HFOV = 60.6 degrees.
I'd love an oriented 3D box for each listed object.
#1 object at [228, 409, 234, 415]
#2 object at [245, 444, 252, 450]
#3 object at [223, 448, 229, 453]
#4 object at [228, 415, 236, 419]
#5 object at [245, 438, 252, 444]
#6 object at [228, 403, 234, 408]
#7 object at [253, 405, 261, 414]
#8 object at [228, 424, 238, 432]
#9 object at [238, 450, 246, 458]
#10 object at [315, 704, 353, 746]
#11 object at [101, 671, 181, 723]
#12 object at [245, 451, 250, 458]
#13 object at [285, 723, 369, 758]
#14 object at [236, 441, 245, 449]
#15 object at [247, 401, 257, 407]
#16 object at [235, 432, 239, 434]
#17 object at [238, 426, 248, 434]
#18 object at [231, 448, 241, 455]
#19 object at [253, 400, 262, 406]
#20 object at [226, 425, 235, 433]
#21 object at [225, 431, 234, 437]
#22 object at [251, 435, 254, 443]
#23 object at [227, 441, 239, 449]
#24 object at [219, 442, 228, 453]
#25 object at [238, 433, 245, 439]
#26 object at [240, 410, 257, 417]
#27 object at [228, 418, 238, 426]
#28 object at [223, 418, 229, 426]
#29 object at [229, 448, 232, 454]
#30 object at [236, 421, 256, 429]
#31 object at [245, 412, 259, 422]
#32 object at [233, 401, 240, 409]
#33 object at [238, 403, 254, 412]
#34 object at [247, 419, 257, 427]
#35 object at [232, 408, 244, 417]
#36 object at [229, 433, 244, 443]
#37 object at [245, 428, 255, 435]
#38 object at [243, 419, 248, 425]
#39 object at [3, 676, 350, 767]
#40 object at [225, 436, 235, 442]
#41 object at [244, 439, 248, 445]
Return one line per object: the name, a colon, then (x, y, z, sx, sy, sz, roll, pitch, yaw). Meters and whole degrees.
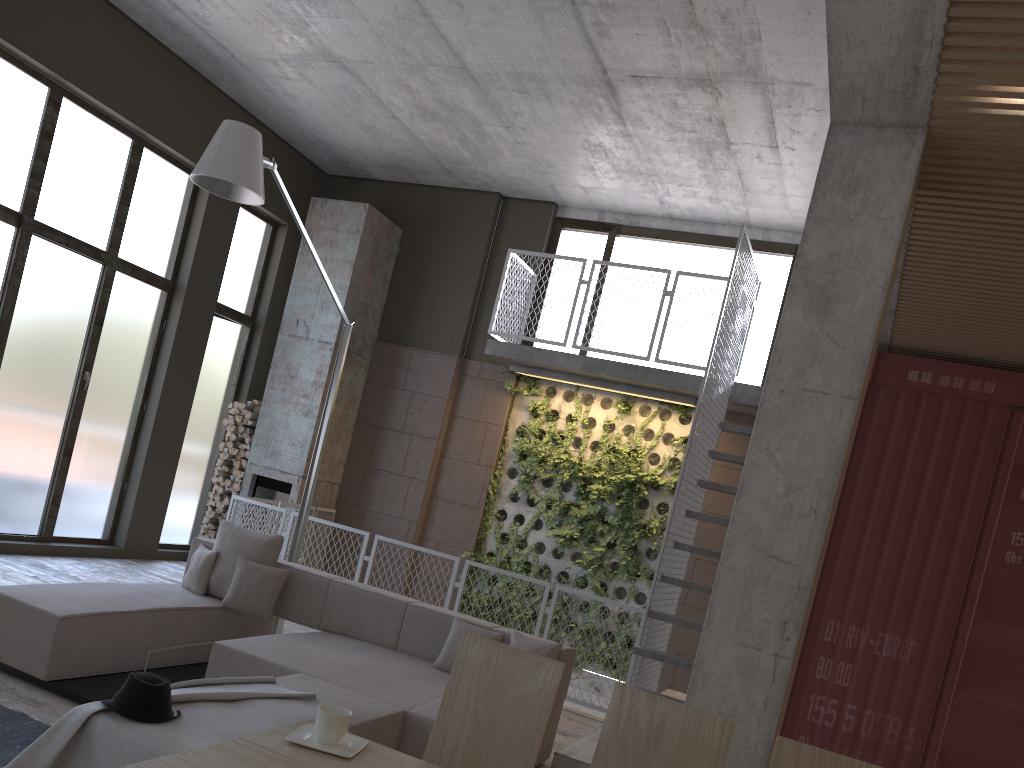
object: (-3.285, 0.372, 10.684, 0.121, 0.068, 0.371, 11, -8, 24)
object: (-3.060, 0.786, 10.586, 0.070, 0.072, 0.431, 13, -7, 22)
object: (-3.358, 0.835, 10.694, 0.066, 0.067, 0.431, 13, -7, 22)
object: (-3.294, 0.443, 10.669, 0.065, 0.086, 0.433, 13, -7, 21)
object: (-3.077, 0.726, 10.590, 0.066, 0.084, 0.433, 13, -7, 21)
object: (-3.284, 0.298, 10.660, 0.066, 0.068, 0.431, 13, -7, 22)
object: (-3.007, 0.334, 10.636, 0.098, 0.107, 0.300, 13, -6, 24)
object: (-3.243, 0.573, 10.622, 0.092, 0.083, 0.489, 12, -7, 22)
object: (-3.132, 0.872, 10.622, 0.090, 0.089, 0.464, 13, -7, 22)
object: (-0.481, 0.902, 2.323, 0.094, 0.088, 0.116, 15, -5, -24)
object: (-1.433, 1.212, 3.421, 0.300, 0.168, 0.302, 13, -6, 10)
object: (-3.053, 0.879, 10.587, 0.090, 0.091, 0.445, 13, -7, 22)
object: (-0.485, 0.943, 2.311, 0.184, 0.014, 0.188, 13, -8, 9)
object: (-3.214, 0.773, 10.679, 0.100, 0.086, 0.369, 12, -7, 22)
object: (-3.075, 0.273, 10.606, 0.064, 0.073, 0.366, 13, -7, 21)
object: (-3.245, 0.595, 10.629, 0.088, 0.056, 0.338, 12, -7, 22)
object: (-3.144, 0.586, 10.612, 0.090, 0.089, 0.464, 13, -7, 21)
object: (-3.215, 0.854, 10.635, 0.092, 0.083, 0.489, 12, -7, 22)
object: (-3.001, 0.253, 10.607, 0.086, 0.055, 0.338, 12, -8, 22)
object: (-3.313, 0.570, 10.652, 0.066, 0.067, 0.431, 13, -7, 22)
object: (-3.347, 0.644, 10.679, 0.099, 0.102, 0.298, 12, -7, 24)
object: (-3.004, 0.702, 10.571, 0.063, 0.125, 0.371, 14, -6, 22)
object: (-3.297, 0.769, 10.683, 0.091, 0.093, 0.445, 13, -7, 22)
object: (-3.422, 0.789, 10.683, 0.063, 0.124, 0.370, 14, -6, 22)
object: (-3.191, 0.649, 10.632, 0.063, 0.074, 0.366, 13, -7, 21)
object: (-3.115, 0.379, 10.565, 0.103, 0.083, 0.370, 12, -7, 22)
object: (-3.256, 0.491, 10.627, 0.090, 0.089, 0.464, 13, -7, 22)
object: (-3.340, 0.500, 10.663, 0.090, 0.092, 0.445, 13, -7, 22)
object: (-3.285, 0.851, 10.664, 0.066, 0.067, 0.431, 13, -7, 22)
object: (-3.157, 0.519, 10.619, 0.113, 0.079, 0.443, 12, -7, 22)
object: (-3.041, 0.417, 10.562, 0.092, 0.092, 0.445, 13, -7, 22)
object: (-3.213, 0.301, 10.664, 0.090, 0.090, 0.464, 13, -7, 21)
object: (-3.162, 0.305, 10.552, 0.102, 0.102, 0.297, 13, -7, 22)
object: (-3.021, 0.502, 10.554, 0.065, 0.067, 0.431, 13, -7, 22)
object: (-3.206, 0.371, 10.612, 0.111, 0.079, 0.443, 12, -7, 22)
object: (-3.279, 0.660, 10.604, 0.097, 0.106, 0.300, 13, -7, 24)
object: (-3.068, 0.595, 10.613, 0.066, 0.071, 0.431, 13, -7, 22)
object: (-3.094, 0.489, 10.583, 0.066, 0.066, 0.431, 13, -7, 22)
object: (-1.423, 1.510, 3.578, 1.029, 0.500, 1.632, 9, -8, 41)
object: (-3.372, 0.676, 10.595, 0.045, 0.072, 0.256, 13, -7, 22)
object: (-3.135, 0.734, 10.688, 0.102, 0.102, 0.297, 13, -7, 22)
